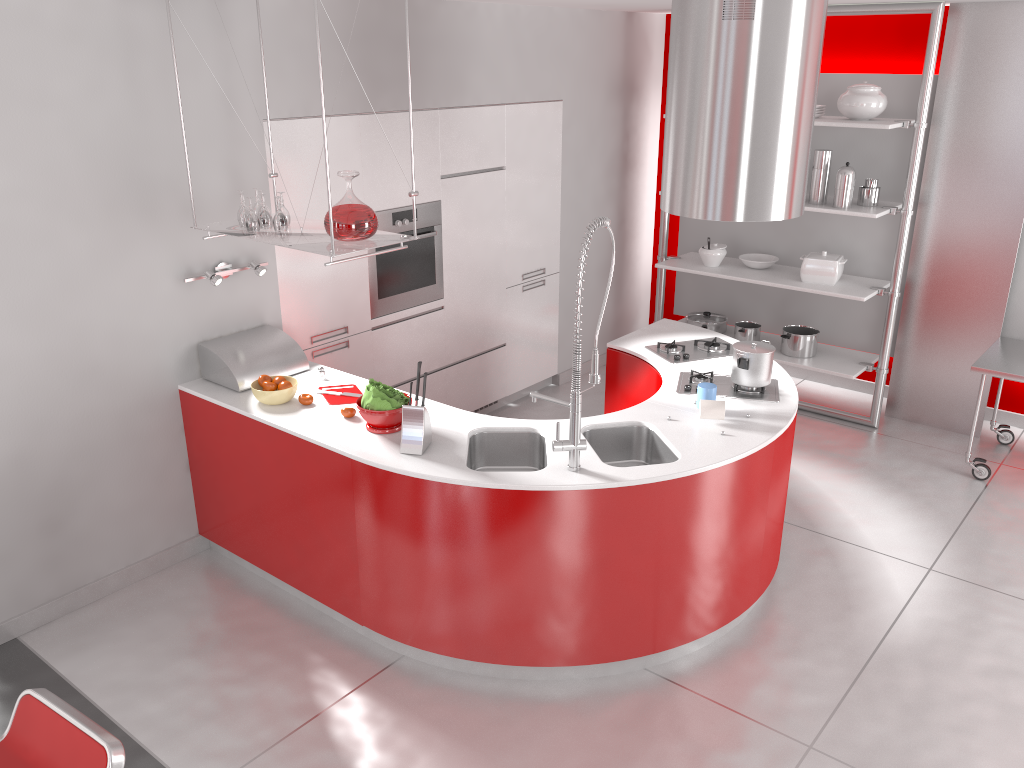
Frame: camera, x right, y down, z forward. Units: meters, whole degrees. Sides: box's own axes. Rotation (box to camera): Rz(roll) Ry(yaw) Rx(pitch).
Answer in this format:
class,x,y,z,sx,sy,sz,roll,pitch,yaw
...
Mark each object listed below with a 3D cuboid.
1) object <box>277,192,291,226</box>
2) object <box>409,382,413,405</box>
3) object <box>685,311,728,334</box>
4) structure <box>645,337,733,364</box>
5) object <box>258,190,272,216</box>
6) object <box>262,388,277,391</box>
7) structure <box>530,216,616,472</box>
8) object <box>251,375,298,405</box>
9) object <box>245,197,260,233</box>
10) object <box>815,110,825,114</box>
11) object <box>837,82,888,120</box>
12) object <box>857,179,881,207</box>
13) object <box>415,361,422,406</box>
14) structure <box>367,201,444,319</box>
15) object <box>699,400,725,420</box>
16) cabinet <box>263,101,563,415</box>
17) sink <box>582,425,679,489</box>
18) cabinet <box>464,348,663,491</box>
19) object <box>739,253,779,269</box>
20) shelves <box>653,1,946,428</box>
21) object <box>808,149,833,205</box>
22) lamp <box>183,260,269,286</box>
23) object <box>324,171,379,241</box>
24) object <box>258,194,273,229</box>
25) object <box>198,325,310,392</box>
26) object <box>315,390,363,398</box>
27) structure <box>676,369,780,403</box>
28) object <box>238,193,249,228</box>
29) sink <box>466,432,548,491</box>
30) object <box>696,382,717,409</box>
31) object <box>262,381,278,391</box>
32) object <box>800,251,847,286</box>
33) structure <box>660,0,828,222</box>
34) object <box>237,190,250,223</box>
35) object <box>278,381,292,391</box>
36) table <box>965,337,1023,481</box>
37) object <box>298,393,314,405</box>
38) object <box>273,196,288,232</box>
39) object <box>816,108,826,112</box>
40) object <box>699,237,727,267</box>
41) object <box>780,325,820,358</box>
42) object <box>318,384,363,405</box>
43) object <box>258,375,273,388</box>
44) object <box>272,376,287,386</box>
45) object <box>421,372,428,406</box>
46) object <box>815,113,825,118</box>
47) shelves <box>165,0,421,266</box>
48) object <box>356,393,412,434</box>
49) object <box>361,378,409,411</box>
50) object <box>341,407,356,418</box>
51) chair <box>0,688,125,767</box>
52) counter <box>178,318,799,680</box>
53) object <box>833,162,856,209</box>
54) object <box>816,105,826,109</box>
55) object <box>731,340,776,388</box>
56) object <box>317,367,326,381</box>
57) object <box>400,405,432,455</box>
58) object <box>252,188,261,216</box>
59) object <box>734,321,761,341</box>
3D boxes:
class,x,y,z,sx,sy,sz,roll,pitch,yaw
object,-0.987,-0.753,3.815,0.060,0.141,0.060,16,26,36
object,-0.397,0.096,3.444,0.009,0.197,0.091,4,21,9
object,1.396,-0.452,6.496,0.407,0.130,0.308,-18,27,-40
structure,0.956,-0.191,4.597,0.457,0.037,0.303,-8,22,-20
object,-1.079,-0.768,3.855,0.060,0.141,0.060,16,26,36
object,-1.079,0.029,3.953,0.055,0.058,0.066,19,28,41
structure,0.230,-0.138,3.196,0.308,0.920,0.178,-3,21,-7
object,-1.048,0.037,3.926,0.201,0.086,0.201,16,26,37
object,-1.079,-0.702,3.678,0.060,0.141,0.060,6,21,15
object,1.852,-1.714,5.604,0.200,0.030,0.200,16,26,36
object,2.135,-1.724,5.402,0.287,0.222,0.287,-2,21,-6
object,2.231,-1.197,5.539,0.127,0.157,0.127,-17,26,-38
object,-0.369,0.082,3.442,0.014,0.322,0.150,4,21,9
structure,-0.595,-0.718,5.100,0.050,0.589,0.599,16,26,36
object,0.833,0.102,3.693,0.100,0.080,0.109,3,21,8
cabinet,-0.652,-0.679,5.576,0.614,2.026,2.398,16,26,36
sink,0.465,0.332,3.555,0.326,0.172,0.428,-4,21,-11
cabinet,-0.194,0.367,4.323,1.875,0.761,1.025,-2,21,-5
object,1.715,-0.845,6.176,0.272,0.072,0.272,1,21,3
shelves,1.757,-1.115,5.925,1.735,2.600,0.535,16,26,36
object,1.936,-1.298,5.565,0.109,0.329,0.110,15,25,34
lamp,-1.304,-0.518,4.130,0.155,0.081,0.454,16,26,36
object,-0.638,-0.701,3.498,0.213,0.266,0.213,-8,22,-21
object,-1.047,-0.730,3.752,0.060,0.141,0.060,16,26,36
object,-1.228,-0.130,4.231,0.300,0.170,0.400,16,26,36
object,-0.712,0.048,3.985,0.375,0.008,0.041,6,21,15
structure,0.998,-0.004,4.098,0.457,0.037,0.303,5,21,13
object,-1.138,-0.738,3.775,0.060,0.141,0.060,6,21,15
sink,-0.019,0.350,3.507,0.326,0.172,0.428,0,20,0
object,0.836,0.048,3.812,0.080,0.100,0.109,4,21,11
object,-1.066,0.010,3.909,0.065,0.052,0.062,9,22,22
object,2.033,-0.772,5.804,0.282,0.197,0.235,11,23,27
structure,1.010,-1.248,3.927,0.644,0.958,0.644,2,21,5
object,-1.170,-0.770,3.859,0.060,0.141,0.060,16,26,36
object,-1.002,0.011,3.909,0.062,0.049,0.066,-18,27,-40
table,3.427,0.299,4.880,1.627,0.682,0.749,16,26,37
object,-0.904,0.069,3.894,0.065,0.047,0.063,16,26,36
object,-0.968,-0.708,3.695,0.060,0.141,0.060,16,26,36
object,1.852,-1.728,5.599,0.200,0.030,0.200,16,26,36
object,1.405,-0.934,6.209,0.192,0.214,0.192,9,23,24
object,1.950,-0.289,6.017,0.240,0.161,0.259,8,22,21
object,-0.765,0.047,4.006,0.168,0.006,0.266,-9,22,-23
object,-1.101,-0.011,3.955,0.055,0.058,0.066,9,22,23
object,-1.039,-0.009,3.961,0.066,0.049,0.062,14,25,33
object,-0.344,0.102,3.434,0.012,0.279,0.130,4,21,9
object,1.852,-1.699,5.610,0.200,0.030,0.200,16,26,36
shelves,-0.875,-1.067,3.540,0.934,1.023,0.462,16,26,36
object,-0.523,0.122,3.645,0.229,0.118,0.228,4,21,10
object,-0.514,0.074,3.621,0.198,0.182,0.193,19,28,41
object,-0.693,0.118,3.758,0.064,0.048,0.063,6,21,16
chair,-1.169,1.243,2.106,0.418,0.857,0.460,13,24,32
counter,-0.010,0.468,4.145,2.865,0.880,1.868,-6,21,-16
object,2.041,-1.221,5.437,0.115,0.274,0.115,12,24,30
object,1.852,-1.743,5.594,0.200,0.030,0.200,16,26,36
object,1.094,-0.098,4.034,0.189,0.185,0.218,0,21,1
object,-0.899,-0.050,4.181,0.042,0.066,0.043,-15,25,-35
object,-0.375,0.163,3.444,0.091,0.178,0.137,4,21,11
object,-1.125,-0.795,3.927,0.060,0.141,0.060,16,26,36
object,1.661,-0.359,6.259,0.182,0.122,0.196,-1,21,-3
